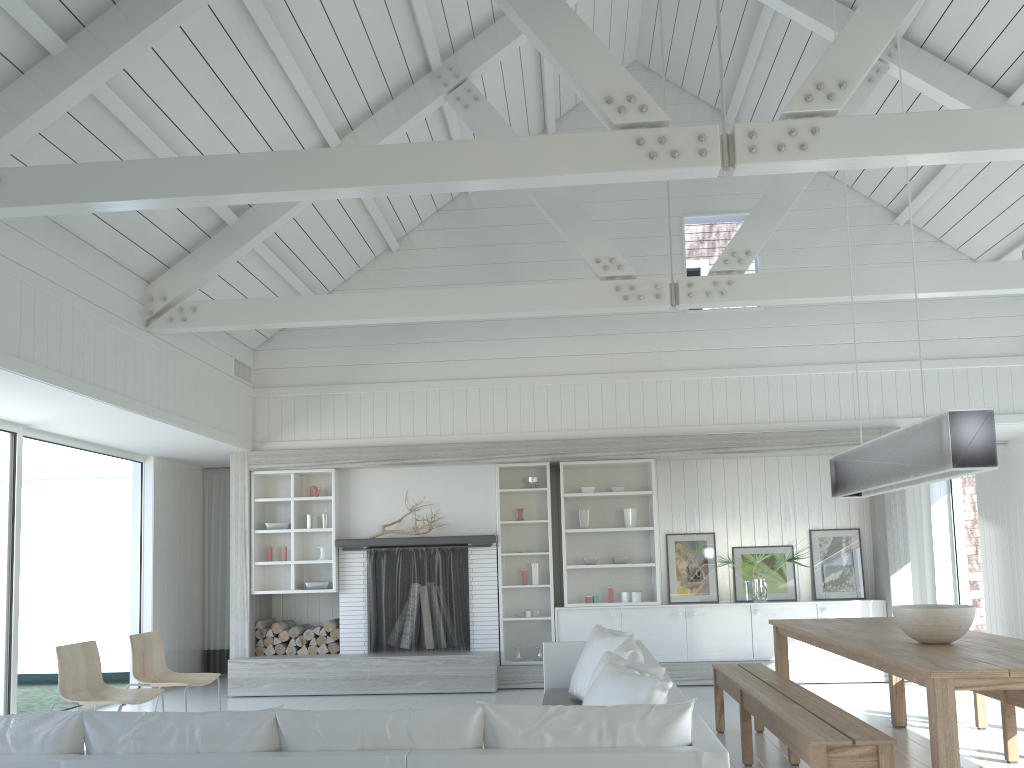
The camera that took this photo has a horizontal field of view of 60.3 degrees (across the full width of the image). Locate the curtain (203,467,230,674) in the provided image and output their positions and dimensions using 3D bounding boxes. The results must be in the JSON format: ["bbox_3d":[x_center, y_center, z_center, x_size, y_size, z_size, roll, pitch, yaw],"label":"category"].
[{"bbox_3d":[-3.265,2.133,10.148,0.630,2.346,0.117,-2,-5,3],"label":"curtain"}]

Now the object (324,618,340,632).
[{"bbox_3d":[-1.828,2.487,9.102,0.110,0.109,0.501,-2,-11,2],"label":"object"}]

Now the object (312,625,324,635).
[{"bbox_3d":[-1.956,2.527,9.094,0.086,0.090,0.485,-2,-11,2],"label":"object"}]

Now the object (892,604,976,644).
[{"bbox_3d":[2.154,1.228,4.499,0.389,0.183,0.395,-1,-10,-5],"label":"object"}]

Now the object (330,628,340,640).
[{"bbox_3d":[-1.763,2.563,9.089,0.109,0.108,0.501,-2,-11,2],"label":"object"}]

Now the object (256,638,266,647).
[{"bbox_3d":[-2.529,2.656,9.125,0.080,0.079,0.484,-2,-11,2],"label":"object"}]

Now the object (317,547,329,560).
[{"bbox_3d":[-1.925,1.730,8.974,0.137,0.129,0.139,0,-9,-8],"label":"object"}]

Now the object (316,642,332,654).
[{"bbox_3d":[-1.883,2.720,9.101,0.134,0.145,0.555,-2,-11,4],"label":"object"}]

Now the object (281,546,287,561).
[{"bbox_3d":[-2.329,1.714,9.009,0.054,0.194,0.055,-2,-6,5],"label":"object"}]

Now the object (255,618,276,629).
[{"bbox_3d":[-2.550,2.481,9.142,0.080,0.079,0.484,-2,-11,2],"label":"object"}]

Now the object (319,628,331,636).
[{"bbox_3d":[-1.893,2.536,9.088,0.080,0.079,0.484,-2,-11,2],"label":"object"}]

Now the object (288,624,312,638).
[{"bbox_3d":[-2.188,2.552,9.122,0.109,0.108,0.501,-2,-11,2],"label":"object"}]

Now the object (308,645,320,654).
[{"bbox_3d":[-1.985,2.728,9.099,0.108,0.105,0.521,-2,-11,2],"label":"object"}]

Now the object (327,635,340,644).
[{"bbox_3d":[-1.810,2.615,9.082,0.080,0.079,0.484,-2,-11,2],"label":"object"}]

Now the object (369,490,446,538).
[{"bbox_3d":[-0.985,1.296,8.805,0.784,0.497,0.462,3,-9,-26],"label":"object"}]

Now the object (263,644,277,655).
[{"bbox_3d":[-2.424,2.742,9.139,0.134,0.145,0.555,-2,-11,4],"label":"object"}]

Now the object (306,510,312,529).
[{"bbox_3d":[-2.073,1.388,9.019,0.054,0.194,0.055,-2,-6,5],"label":"object"}]

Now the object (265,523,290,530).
[{"bbox_3d":[-2.404,1.466,9.052,0.242,0.071,0.246,1,-11,-11],"label":"object"}]

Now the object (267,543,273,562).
[{"bbox_3d":[-2.480,1.721,9.019,0.054,0.194,0.055,-2,-6,5],"label":"object"}]

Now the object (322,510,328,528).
[{"bbox_3d":[-1.907,1.382,9.007,0.054,0.194,0.055,-2,-6,5],"label":"object"}]

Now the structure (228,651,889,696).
[{"bbox_3d":[0.489,2.894,9.221,6.350,0.343,1.907,-2,-11,4],"label":"structure"}]

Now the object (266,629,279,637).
[{"bbox_3d":[-2.434,2.558,9.126,0.080,0.079,0.484,-2,-11,2],"label":"object"}]

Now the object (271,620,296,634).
[{"bbox_3d":[-2.362,2.516,9.139,0.110,0.109,0.501,-2,-11,2],"label":"object"}]

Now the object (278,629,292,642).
[{"bbox_3d":[-2.290,2.590,9.126,0.109,0.108,0.501,-2,-11,2],"label":"object"}]

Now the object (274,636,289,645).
[{"bbox_3d":[-2.351,2.637,9.120,0.080,0.079,0.484,-2,-11,2],"label":"object"}]

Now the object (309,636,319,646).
[{"bbox_3d":[-1.988,2.634,9.087,0.080,0.079,0.484,-2,-11,2],"label":"object"}]

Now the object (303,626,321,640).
[{"bbox_3d":[-2.034,2.572,9.109,0.109,0.108,0.501,-2,-11,2],"label":"object"}]

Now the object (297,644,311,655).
[{"bbox_3d":[-2.080,2.746,9.113,0.134,0.145,0.555,-2,-11,4],"label":"object"}]

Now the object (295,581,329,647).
[{"bbox_3d":[-2.052,2.364,9.092,0.341,0.636,0.620,0,-8,-11],"label":"object"}]

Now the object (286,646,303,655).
[{"bbox_3d":[-2.209,2.717,9.117,0.105,0.113,0.524,-2,-11,3],"label":"object"}]

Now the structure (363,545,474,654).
[{"bbox_3d":[-0.940,2.138,8.730,1.098,1.052,0.117,-2,-5,4],"label":"structure"}]

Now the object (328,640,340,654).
[{"bbox_3d":[-1.781,2.697,9.079,0.110,0.109,0.501,-2,-11,2],"label":"object"}]

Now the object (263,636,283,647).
[{"bbox_3d":[-2.443,2.651,9.132,0.109,0.108,0.501,-2,-11,2],"label":"object"}]

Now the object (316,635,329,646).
[{"bbox_3d":[-1.901,2.628,9.094,0.109,0.108,0.501,-2,-11,2],"label":"object"}]

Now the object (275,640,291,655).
[{"bbox_3d":[-2.323,2.720,9.118,0.110,0.109,0.501,-2,-11,2],"label":"object"}]

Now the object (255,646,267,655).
[{"bbox_3d":[-2.526,2.750,9.137,0.108,0.105,0.521,-2,-11,2],"label":"object"}]

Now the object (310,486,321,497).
[{"bbox_3d":[-2.019,1.103,9.031,0.059,0.125,0.233,4,-11,-41],"label":"object"}]

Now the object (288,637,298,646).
[{"bbox_3d":[-2.200,2.643,9.102,0.080,0.079,0.484,-2,-11,2],"label":"object"}]

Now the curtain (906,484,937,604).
[{"bbox_3d":[4.175,1.852,9.766,1.006,2.346,0.117,-2,-5,4],"label":"curtain"}]

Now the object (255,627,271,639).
[{"bbox_3d":[-2.529,2.571,9.145,0.109,0.108,0.501,-2,-11,2],"label":"object"}]

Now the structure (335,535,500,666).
[{"bbox_3d":[-0.915,2.231,9.081,1.617,1.273,0.869,-2,-7,4],"label":"structure"}]

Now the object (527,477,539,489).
[{"bbox_3d":[0.214,1.010,8.956,0.162,0.123,0.162,-8,-11,36],"label":"object"}]
